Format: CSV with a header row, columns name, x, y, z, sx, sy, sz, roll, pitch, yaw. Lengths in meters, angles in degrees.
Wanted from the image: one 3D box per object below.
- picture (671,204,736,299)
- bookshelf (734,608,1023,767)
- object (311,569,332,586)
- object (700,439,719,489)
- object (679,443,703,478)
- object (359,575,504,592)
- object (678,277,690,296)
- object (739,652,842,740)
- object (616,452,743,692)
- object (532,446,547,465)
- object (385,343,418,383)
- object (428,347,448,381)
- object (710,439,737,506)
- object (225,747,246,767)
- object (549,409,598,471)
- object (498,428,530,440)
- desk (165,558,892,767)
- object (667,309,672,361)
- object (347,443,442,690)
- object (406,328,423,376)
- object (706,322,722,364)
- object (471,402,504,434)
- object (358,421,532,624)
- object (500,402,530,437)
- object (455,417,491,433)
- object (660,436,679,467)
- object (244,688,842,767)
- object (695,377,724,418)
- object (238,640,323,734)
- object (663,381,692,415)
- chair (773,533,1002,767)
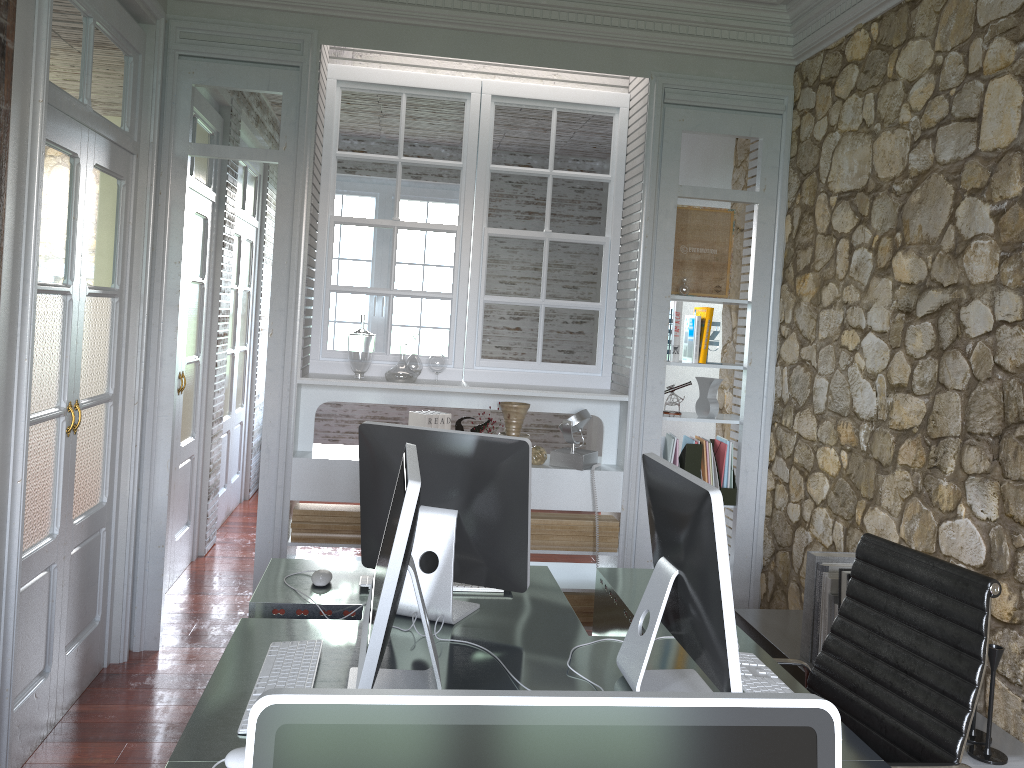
name,x,y,z,sx,sy,sz,roll,pitch,yaw
picture,0.895,-0.629,4.222,0.326,0.434,0.009,3,1,-7
bookshelf,1.094,1.154,2.886,0.436,0.459,1.197,3,4,-8
object,-0.544,0.552,2.533,0.059,0.028,0.106,3,4,-9
object,0.927,0.417,4.236,0.078,0.277,0.239,4,2,-2
object,0.841,0.410,4.261,0.078,0.277,0.246,4,2,-3
object,-0.219,0.577,2.568,0.438,0.017,0.119,3,4,-7
object,0.805,-0.455,4.129,0.056,0.090,0.056,4,2,-5
object,0.562,0.673,1.943,0.118,0.017,0.440,3,4,-8
object,0.354,0.426,1.936,0.189,0.484,0.485,4,3,-8
object,0.117,0.330,4.111,0.093,0.087,0.091,5,3,29
object,-0.499,-0.085,4.013,0.148,0.200,0.148,3,2,-25
object,-0.354,-0.082,4.198,0.094,0.188,0.094,3,2,-33
object,1.013,0.421,4.263,0.078,0.277,0.239,4,2,-4
object,-0.434,0.635,1.508,0.106,0.028,0.059,3,4,-9
object,0.295,0.249,4.131,0.167,0.272,0.188,5,2,27
object,0.002,0.273,4.341,0.159,0.152,0.217,3,3,-22
desk,0.036,1.038,1.593,1.299,0.726,2.514,3,4,-8
object,0.704,-0.239,4.253,0.078,0.249,0.115,4,2,-8
object,-0.231,0.396,1.833,0.189,0.484,0.485,4,3,-8
object,-0.458,-0.127,4.138,0.088,0.271,0.088,3,1,-13
object,0.969,-0.224,4.288,0.078,0.249,0.115,4,2,-8
object,-0.099,0.222,4.025,0.128,0.287,0.129,2,2,-41
object,-0.195,0.361,2.344,0.484,0.484,0.189,5,2,17
object,0.005,0.228,4.088,0.143,0.278,0.143,4,2,6
object,-0.205,0.258,4.183,0.158,0.179,0.383,4,4,18
object,0.753,0.406,4.237,0.078,0.277,0.239,4,2,0
object,0.022,0.494,0.718,0.483,0.484,0.190,3,1,-8
object,0.937,0.066,4.236,0.063,0.188,0.126,3,2,-35
object,-0.469,0.616,1.834,0.118,0.017,0.440,3,4,-8
object,0.753,0.060,4.185,0.177,0.161,0.092,5,2,20
chair,0.695,0.907,2.026,0.698,1.022,0.667,3,2,-12
